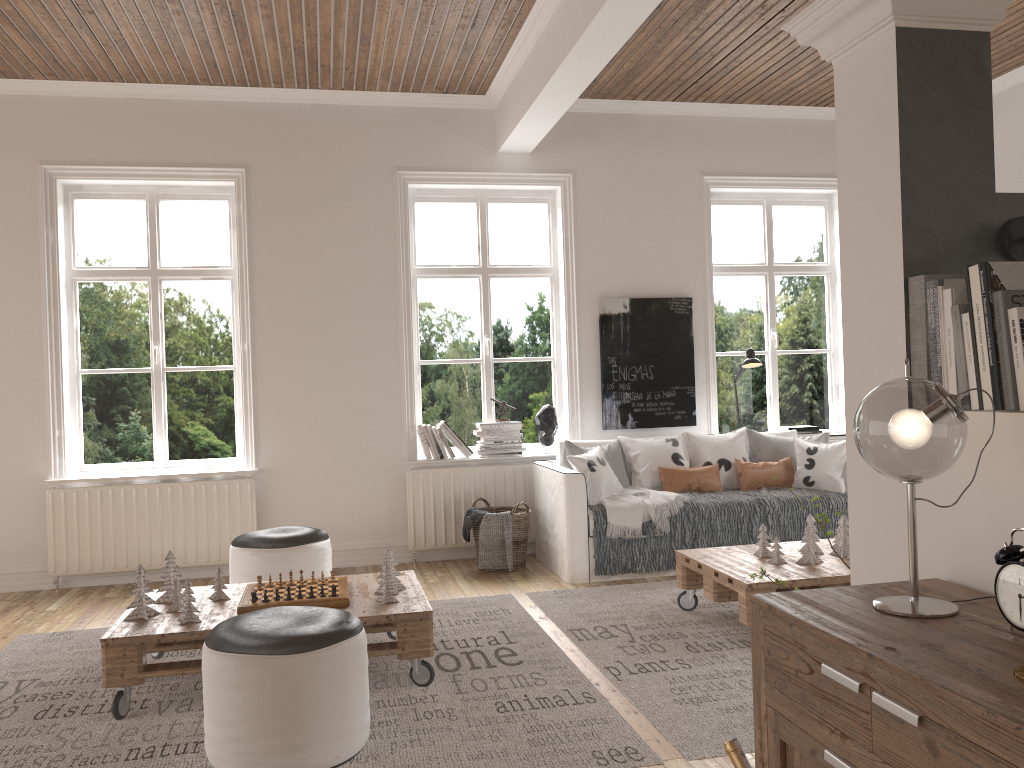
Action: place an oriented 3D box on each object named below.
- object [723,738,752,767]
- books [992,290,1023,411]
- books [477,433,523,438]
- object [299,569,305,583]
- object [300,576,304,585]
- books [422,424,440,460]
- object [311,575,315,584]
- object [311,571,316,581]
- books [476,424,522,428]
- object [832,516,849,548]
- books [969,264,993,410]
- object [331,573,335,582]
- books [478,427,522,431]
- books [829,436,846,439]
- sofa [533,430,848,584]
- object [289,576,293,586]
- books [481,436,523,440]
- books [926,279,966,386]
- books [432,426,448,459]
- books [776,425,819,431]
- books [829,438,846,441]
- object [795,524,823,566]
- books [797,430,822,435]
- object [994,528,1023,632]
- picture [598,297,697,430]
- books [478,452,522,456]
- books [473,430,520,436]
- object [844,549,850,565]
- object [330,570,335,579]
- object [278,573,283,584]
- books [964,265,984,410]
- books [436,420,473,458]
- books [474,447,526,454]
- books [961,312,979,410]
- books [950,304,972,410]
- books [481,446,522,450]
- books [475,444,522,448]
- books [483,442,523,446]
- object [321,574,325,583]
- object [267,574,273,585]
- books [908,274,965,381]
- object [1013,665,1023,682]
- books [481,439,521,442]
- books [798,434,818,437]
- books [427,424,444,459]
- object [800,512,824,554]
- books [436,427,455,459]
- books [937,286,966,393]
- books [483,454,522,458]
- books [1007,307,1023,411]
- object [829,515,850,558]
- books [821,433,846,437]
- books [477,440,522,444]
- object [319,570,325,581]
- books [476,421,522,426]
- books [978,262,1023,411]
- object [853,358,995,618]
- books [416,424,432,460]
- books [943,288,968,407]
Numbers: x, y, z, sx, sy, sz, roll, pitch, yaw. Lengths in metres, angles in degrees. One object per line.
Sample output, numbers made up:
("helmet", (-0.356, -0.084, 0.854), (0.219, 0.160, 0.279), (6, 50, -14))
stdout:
("object", (0.569, 0.962, 1.900), (0.095, 0.332, 0.284), (-2, 0, -33))
("books", (0.969, -0.063, 1.619), (0.171, 0.219, 0.047), (-2, 0, -12))
("books", (-0.085, 0.350, 6.083), (0.288, 0.016, 0.182), (-2, 0, -12))
("object", (-0.908, 0.827, 3.827), (0.025, 0.055, 0.025), (-2, 0, 20))
("object", (-0.896, 0.836, 3.782), (0.017, 0.037, 0.017), (-2, 0, 7))
("books", (-0.552, 0.387, 5.966), (0.112, 0.235, 0.172), (-2, 0, -12))
("object", (-0.852, 0.834, 3.789), (0.017, 0.037, 0.017), (-2, 0, 7))
("object", (-0.860, 0.829, 3.834), (0.022, 0.047, 0.022), (-2, 0, 20))
("books", (-0.089, 0.286, 6.065), (0.288, 0.016, 0.182), (-2, 0, -12))
("object", (1.608, 0.721, 4.309), (0.090, 0.164, 0.095), (-2, 0, -5))
("books", (0.969, -0.090, 1.669), (0.200, 0.272, 0.054), (-2, 0, -12))
("object", (-0.770, 0.832, 3.808), (0.017, 0.037, 0.017), (-2, 0, 7))
("books", (-0.087, 0.304, 6.066), (0.273, 0.021, 0.174), (-2, 0, -12))
("books", (2.368, 0.389, 6.560), (0.248, 0.014, 0.187), (-2, 0, -14))
("sofa", (1.179, 0.729, 5.688), (1.960, 0.776, 0.866), (-2, 0, -12))
("object", (-0.941, 0.837, 3.774), (0.017, 0.037, 0.017), (-2, 0, 7))
("books", (-0.073, 0.366, 6.071), (0.263, 0.017, 0.167), (-2, 0, -12))
("books", (0.937, -0.082, 1.790), (0.193, 0.257, 0.046), (-2, 0, -12))
("books", (-0.493, 0.394, 5.985), (0.101, 0.218, 0.161), (-2, 0, -12))
("books", (2.093, 0.327, 6.505), (0.239, 0.028, 0.190), (-2, 0, -10))
("books", (2.373, 0.402, 6.560), (0.253, 0.014, 0.187), (-2, 0, -12))
("object", (1.344, 0.723, 4.018), (0.097, 0.178, 0.103), (-2, 0, 41))
("books", (2.102, 0.352, 6.510), (0.258, 0.023, 0.212), (-2, 0, -12))
("object", (0.786, 0.302, 1.343), (0.050, 0.165, 0.120), (-2, 0, -12))
("picture", (0.950, -0.146, 6.207), (0.680, 0.908, 0.041), (-2, 0, -12))
("books", (-0.085, 0.472, 6.056), (0.285, 0.012, 0.159), (-2, 0, -12))
("books", (-0.109, 0.329, 6.077), (0.296, 0.028, 0.180), (-2, 0, -12))
("object", (1.519, 0.735, 3.926), (0.073, 0.142, 0.072), (-2, 0, -4))
("object", (-0.778, 0.830, 3.851), (0.019, 0.040, 0.019), (-2, 0, 22))
("object", (-0.993, 0.834, 3.808), (0.022, 0.047, 0.022), (-2, 0, 20))
("books", (0.962, -0.091, 1.686), (0.200, 0.274, 0.038), (-2, 0, -12))
("books", (-0.389, 0.372, 6.006), (0.226, 0.255, 0.176), (-2, 0, -12))
("books", (-0.085, 0.453, 6.066), (0.331, 0.025, 0.176), (-2, 0, -12))
("books", (0.928, -0.045, 1.690), (0.125, 0.185, 0.042), (-2, 0, -12))
("books", (0.927, -0.054, 1.715), (0.141, 0.203, 0.044), (-2, 0, -12))
("books", (-0.073, 0.434, 6.069), (0.254, 0.013, 0.161), (-2, 0, -12))
("books", (-0.093, 0.421, 6.080), (0.288, 0.016, 0.182), (-2, 0, -12))
("books", (-0.066, 0.405, 6.061), (0.256, 0.013, 0.161), (-2, 0, -12))
("object", (-0.809, 0.833, 3.797), (0.017, 0.037, 0.017), (-2, 0, 7))
("object", (-1.036, 0.837, 3.799), (0.026, 0.044, 0.026), (-2, 0, 33))
("books", (0.930, -0.089, 1.838), (0.200, 0.271, 0.050), (-2, 0, -12))
("object", (0.706, 0.344, 1.161), (0.088, 0.085, 0.088), (-2, 0, -7))
("books", (-0.078, 0.381, 6.061), (0.254, 0.012, 0.161), (-2, 0, -12))
("books", (2.097, 0.375, 6.500), (0.242, 0.023, 0.191), (-2, 0, -14))
("books", (-0.521, 0.388, 5.975), (0.104, 0.232, 0.152), (-2, 0, -12))
("object", (1.439, 0.712, 4.265), (0.112, 0.193, 0.106), (-2, 0, 16))
("books", (-0.454, 0.396, 5.988), (0.118, 0.213, 0.161), (-2, 0, -12))
("books", (0.948, -0.075, 1.768), (0.205, 0.243, 0.019), (-2, 0, -12))
("books", (-0.070, 0.485, 6.063), (0.254, 0.012, 0.161), (-2, 0, -12))
("books", (0.974, -0.047, 1.592), (0.152, 0.185, 0.045), (-2, 0, -12))
("object", (1.554, 0.707, 4.144), (0.113, 0.195, 0.107), (-2, 0, -5))
("books", (2.368, 0.376, 6.567), (0.251, 0.012, 0.202), (-2, 0, -10))
("books", (-0.090, 0.394, 6.065), (0.285, 0.012, 0.159), (-2, 0, -12))
("object", (-0.822, 0.830, 3.843), (0.026, 0.044, 0.026), (-2, 0, 33))
("books", (-0.093, 0.270, 6.053), (0.288, 0.016, 0.182), (-2, 0, -12))
("books", (0.976, -0.091, 1.646), (0.210, 0.274, 0.048), (-2, 0, -12))
("object", (0.804, 0.482, 1.520), (0.395, 1.062, 0.180), (-2, 0, 3))
("books", (-0.597, 0.386, 5.968), (0.093, 0.239, 0.172), (-2, 0, -12))
("books", (0.952, -0.071, 1.751), (0.200, 0.236, 0.031), (-2, 0, -12))
